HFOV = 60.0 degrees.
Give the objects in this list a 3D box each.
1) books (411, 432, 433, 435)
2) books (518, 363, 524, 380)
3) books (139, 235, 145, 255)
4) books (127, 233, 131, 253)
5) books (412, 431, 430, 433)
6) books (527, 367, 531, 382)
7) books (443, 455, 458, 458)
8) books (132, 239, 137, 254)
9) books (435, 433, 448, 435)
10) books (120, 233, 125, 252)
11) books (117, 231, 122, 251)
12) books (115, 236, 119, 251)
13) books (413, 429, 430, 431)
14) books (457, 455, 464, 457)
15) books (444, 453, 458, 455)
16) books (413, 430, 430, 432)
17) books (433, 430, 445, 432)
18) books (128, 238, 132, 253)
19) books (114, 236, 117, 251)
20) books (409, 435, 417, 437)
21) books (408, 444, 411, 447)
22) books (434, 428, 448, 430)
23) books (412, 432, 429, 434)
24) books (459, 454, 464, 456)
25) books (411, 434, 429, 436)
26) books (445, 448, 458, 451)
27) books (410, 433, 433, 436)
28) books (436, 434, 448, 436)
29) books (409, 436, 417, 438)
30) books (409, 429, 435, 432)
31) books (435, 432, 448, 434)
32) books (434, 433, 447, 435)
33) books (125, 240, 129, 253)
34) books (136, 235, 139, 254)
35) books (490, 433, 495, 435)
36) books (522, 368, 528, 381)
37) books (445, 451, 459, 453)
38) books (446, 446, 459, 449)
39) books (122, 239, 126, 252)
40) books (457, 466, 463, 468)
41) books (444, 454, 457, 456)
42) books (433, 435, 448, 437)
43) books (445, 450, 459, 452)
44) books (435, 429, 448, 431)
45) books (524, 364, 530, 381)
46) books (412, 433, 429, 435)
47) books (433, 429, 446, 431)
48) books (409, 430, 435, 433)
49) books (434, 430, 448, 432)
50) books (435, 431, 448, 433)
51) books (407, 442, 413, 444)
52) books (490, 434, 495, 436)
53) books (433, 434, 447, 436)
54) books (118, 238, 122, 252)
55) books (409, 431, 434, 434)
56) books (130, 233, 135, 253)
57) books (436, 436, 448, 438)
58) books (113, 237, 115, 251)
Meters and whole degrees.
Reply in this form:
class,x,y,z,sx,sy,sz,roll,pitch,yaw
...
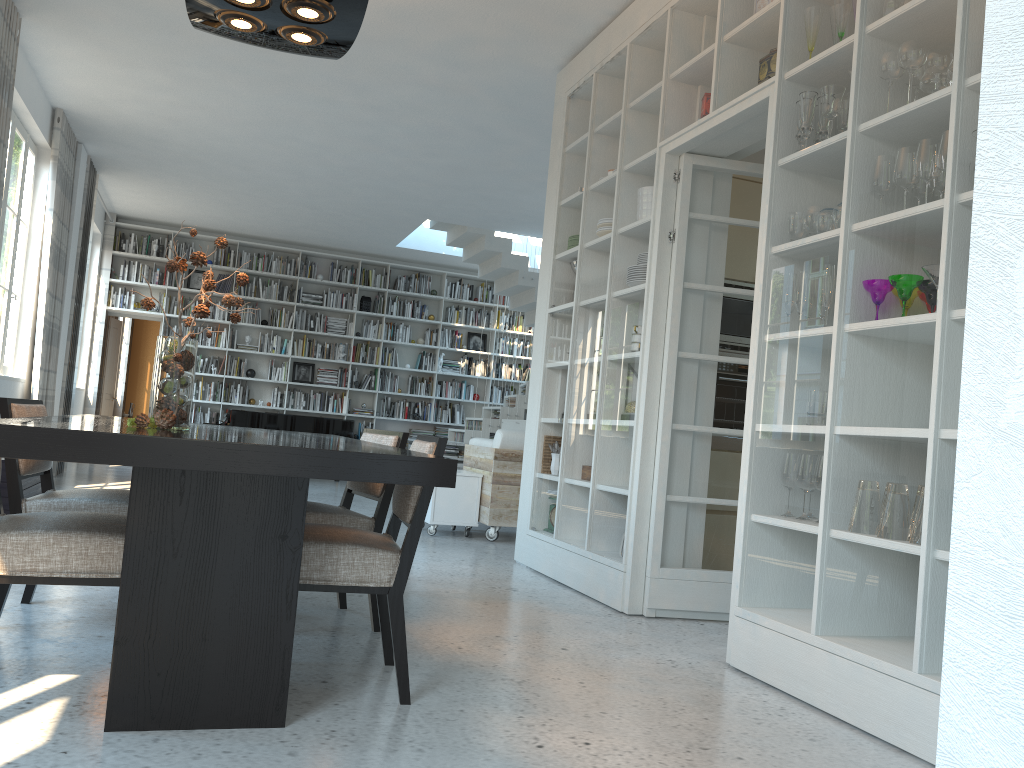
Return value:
class,x,y,z,sx,sy,sz,roll,pitch,yaw
books,-1.333,0.731,13.082,0.308,0.008,0.195,6,-3,-14
books,0.124,-0.174,13.606,0.026,0.277,0.170,6,-3,-19
books,-4.954,-1.840,11.858,0.039,0.282,0.181,6,-3,-19
books,-5.099,-1.855,11.809,0.010,0.281,0.160,6,-3,-19
books,-1.331,0.709,13.082,0.346,0.007,0.193,7,-4,-24
books,0.256,-0.168,13.641,0.033,0.294,0.169,6,-3,-19
books,-0.808,0.902,11.076,0.216,0.015,0.177,6,-4,-21
books,-5.031,-1.811,11.821,0.030,0.206,0.175,6,-3,-19
books,-1.021,0.744,13.200,0.254,0.007,0.161,6,-4,-18
books,-5.168,-1.857,11.775,0.025,0.269,0.177,6,-3,-19
books,-5.209,-1.870,11.763,0.014,0.286,0.175,6,-3,-19
books,-5.233,-1.840,11.765,0.023,0.223,0.151,6,-3,-19
books,-1.331,0.679,13.091,0.346,0.007,0.193,6,-3,-17
books,-0.550,0.919,11.185,0.294,0.014,0.134,6,-4,-22
books,-0.804,0.863,11.074,0.215,0.013,0.189,6,-4,-20
books,-1.332,0.694,13.091,0.308,0.008,0.195,6,-3,-17
books,-1.021,0.707,13.201,0.285,0.005,0.159,6,-4,-18
books,-5.088,-1.826,11.822,0.024,0.227,0.157,6,-3,-19
books,-5.258,-1.845,11.767,0.024,0.228,0.130,6,-3,-19
books,-1.341,0.775,13.077,0.346,0.007,0.193,6,-3,-14
books,-1.246,0.819,11.655,0.174,0.029,0.250,6,-4,-21
books,-1.012,0.675,13.195,0.254,0.006,0.161,7,-4,-24
books,-1.334,0.724,13.087,0.346,0.007,0.193,6,-4,-22
books,-0.543,0.904,11.170,0.215,0.015,0.177,6,-4,-18
books,-1.340,0.754,13.087,0.346,0.007,0.193,6,-4,-21
books,-0.805,0.813,11.093,0.221,0.018,0.154,6,-4,-18
books,-1.337,0.746,13.080,0.308,0.008,0.195,7,-4,-24
books,-1.022,0.757,13.199,0.254,0.007,0.161,6,-4,-18
books,-1.343,0.790,13.079,0.346,0.007,0.193,6,-3,-15
books,-1.331,0.687,13.091,0.346,0.007,0.193,6,-4,-21
books,-1.021,0.730,13.203,0.285,0.007,0.159,6,-4,-19
books,-1.019,0.750,13.191,0.285,0.007,0.159,7,-4,-24
books,-5.127,-1.814,11.816,0.031,0.195,0.145,6,-3,-19
books,-4.995,-1.835,11.827,0.057,0.262,0.190,6,-3,-19
books,-0.294,0.755,13.444,0.315,0.018,0.199,7,-4,-23
books,0.179,-0.135,13.612,0.089,0.217,0.167,6,-3,-19
books,-0.806,0.841,11.088,0.260,0.009,0.153,6,-3,-16
books,-0.807,0.788,11.106,0.261,0.016,0.128,6,-4,-20
books,-5.147,-1.813,11.783,0.028,0.186,0.182,6,-3,-19
books,-0.704,1.020,10.982,0.232,0.019,0.169,7,-4,-24
books,-0.812,0.888,11.090,0.227,0.013,0.148,6,-4,-21
books,-1.023,0.778,13.196,0.285,0.007,0.159,6,-3,-17
books,-0.798,0.828,11.068,0.230,0.015,0.190,6,-3,-14
books,-1.014,0.686,13.196,0.254,0.005,0.161,6,-3,-15
books,0.220,-0.170,13.629,0.072,0.291,0.169,6,-3,-19
books,-1.340,0.739,13.093,0.308,0.008,0.195,6,-4,-19
books,-1.017,0.691,13.195,0.285,0.005,0.159,7,-4,-23
books,-1.333,0.702,13.090,0.346,0.007,0.193,6,-3,-17
books,-1.020,0.702,13.201,0.285,0.005,0.159,6,-4,-20
books,-1.021,0.718,13.198,0.285,0.005,0.159,6,-4,-21
books,-1.255,0.780,11.653,0.192,0.014,0.256,7,-4,-23
books,-0.294,0.772,13.440,0.354,0.017,0.198,6,-3,-14
books,-1.021,0.764,13.192,0.285,0.007,0.159,7,-4,-23
books,-5.196,-1.822,11.770,0.024,0.194,0.167,6,-3,-19
books,-1.334,0.716,13.090,0.346,0.007,0.193,6,-3,-17
books,-5.058,-1.852,11.822,0.028,0.283,0.189,6,-3,-19
books,-1.022,0.792,13.189,0.285,0.007,0.159,6,-3,-14
books,-5.269,-1.843,11.740,0.014,0.219,0.188,6,-3,-19
